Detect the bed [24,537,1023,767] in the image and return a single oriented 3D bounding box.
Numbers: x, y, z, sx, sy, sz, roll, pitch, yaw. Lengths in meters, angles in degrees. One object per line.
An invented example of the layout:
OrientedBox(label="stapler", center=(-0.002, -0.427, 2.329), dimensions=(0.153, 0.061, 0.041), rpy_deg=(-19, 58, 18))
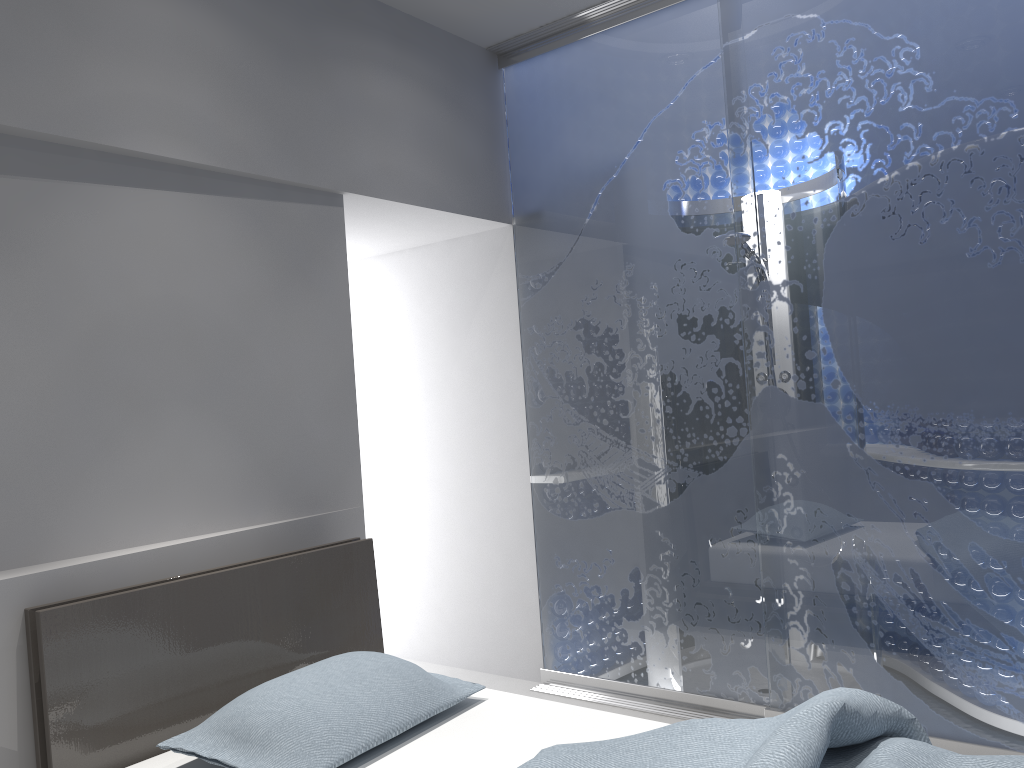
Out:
OrientedBox(label="bed", center=(0.079, 0.813, 1.738), dimensions=(2.319, 0.752, 1.411), rpy_deg=(-5, -1, 39))

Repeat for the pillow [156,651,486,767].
OrientedBox(label="pillow", center=(-0.443, 0.803, 2.237), dimensions=(0.417, 0.173, 0.746), rpy_deg=(-5, -1, 34))
